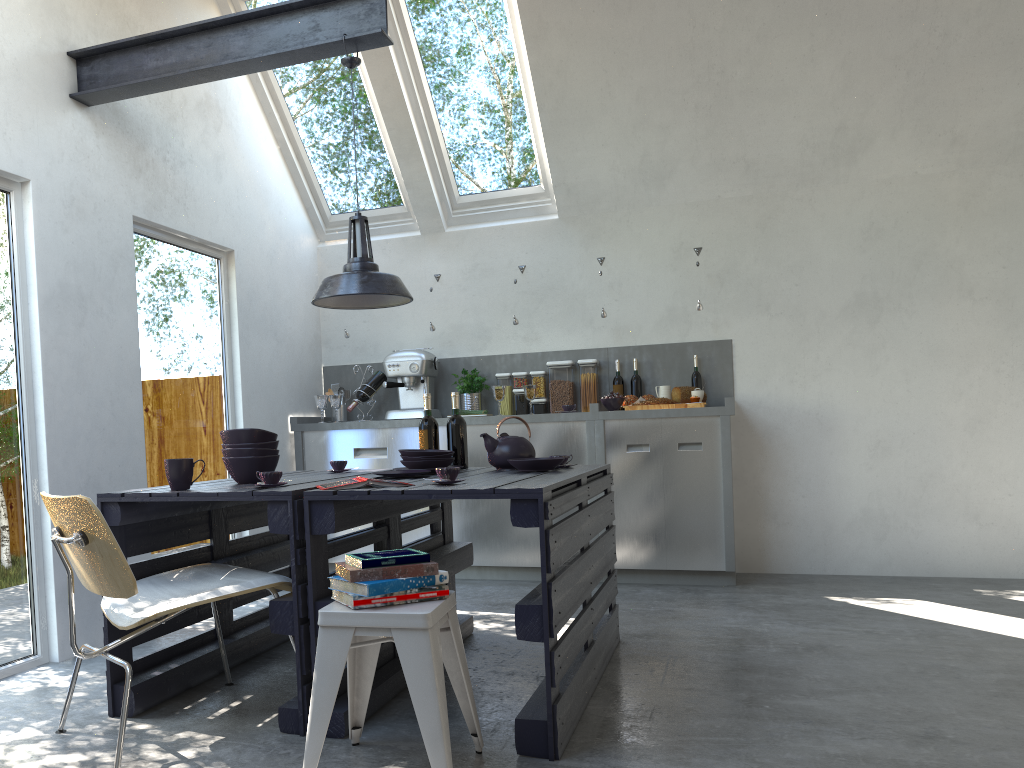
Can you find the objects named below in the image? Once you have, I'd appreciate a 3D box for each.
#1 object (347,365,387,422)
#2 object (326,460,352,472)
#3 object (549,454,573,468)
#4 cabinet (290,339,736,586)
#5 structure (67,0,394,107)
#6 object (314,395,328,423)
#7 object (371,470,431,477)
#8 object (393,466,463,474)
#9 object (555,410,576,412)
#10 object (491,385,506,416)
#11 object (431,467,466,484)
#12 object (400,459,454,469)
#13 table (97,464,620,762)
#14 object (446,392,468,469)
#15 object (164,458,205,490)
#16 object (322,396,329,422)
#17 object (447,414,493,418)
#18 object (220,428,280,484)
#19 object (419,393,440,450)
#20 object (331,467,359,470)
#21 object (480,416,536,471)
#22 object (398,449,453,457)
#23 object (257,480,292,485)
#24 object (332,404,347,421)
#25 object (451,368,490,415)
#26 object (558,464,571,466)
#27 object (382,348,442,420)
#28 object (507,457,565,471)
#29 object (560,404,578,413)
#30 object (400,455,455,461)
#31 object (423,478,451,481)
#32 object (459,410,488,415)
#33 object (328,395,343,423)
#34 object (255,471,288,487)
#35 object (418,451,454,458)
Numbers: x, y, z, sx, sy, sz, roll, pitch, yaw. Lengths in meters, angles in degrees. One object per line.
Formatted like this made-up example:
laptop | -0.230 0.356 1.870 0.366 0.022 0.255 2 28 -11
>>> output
object | -1.048 0.066 6.100 0.311 0.394 0.248 -2 0 -44
object | -0.805 0.382 4.065 0.118 0.056 0.115 -2 -2 5
object | 0.200 0.327 3.698 0.119 0.056 0.113 -2 -2 10
cabinet | -0.045 0.523 5.758 2.967 1.480 0.545 -3 1 20
structure | -1.745 -1.451 4.018 2.625 0.209 0.130 -3 0 20
object | -1.305 0.173 5.991 0.101 0.192 0.096 -2 1 11
object | -0.431 0.351 3.406 0.245 0.019 0.224 -3 -3 22
object | -0.351 0.361 3.658 0.277 0.024 0.314 0 -4 -42
object | 0.333 0.171 5.397 0.130 0.013 0.028 -2 -2 -6
object | -0.080 0.106 5.546 0.094 0.192 0.103 -2 1 -24
object | -0.211 0.301 2.888 0.122 0.056 0.110 -3 -2 25
object | -0.353 0.340 3.655 0.217 0.047 0.242 0 -3 -33
table | -0.489 0.765 3.499 1.665 0.798 1.450 -3 -2 17
object | -0.248 0.209 3.916 0.086 0.345 0.096 -3 2 -40
object | -1.161 0.319 3.092 0.132 0.109 0.098 -2 0 9
object | -1.326 0.181 6.134 0.096 0.192 0.100 -2 1 -12
object | -0.271 0.208 5.683 0.271 0.012 0.175 -3 -3 16
object | -1.008 0.279 3.377 0.201 0.214 0.205 -2 -1 18
object | -0.376 0.215 3.953 0.086 0.345 0.096 -3 2 -35
object | -0.783 0.400 4.099 0.131 0.013 0.028 -2 -2 -3
object | -0.007 0.254 3.758 0.221 0.233 0.209 -2 0 19
object | -0.360 0.300 3.657 0.238 0.058 0.221 -3 -3 17
object | -0.844 0.352 3.111 0.124 0.013 0.029 0 -3 -35
object | -1.244 0.216 6.318 0.101 0.132 0.112 -2 0 -32
object | -0.286 0.060 5.940 0.235 0.342 0.263 -2 0 -30
object | 0.218 0.341 3.658 0.029 0.013 0.125 -3 -3 27
object | -0.687 -0.003 5.976 0.372 0.501 0.412 -2 0 16
object | 0.096 0.323 3.504 0.217 0.047 0.242 0 -3 -33
object | 0.352 0.155 5.431 0.123 0.056 0.109 -3 -2 32
object | -0.352 0.324 3.654 0.239 0.063 0.219 -3 -3 22
object | -0.252 0.319 2.886 0.140 0.013 0.026 -5 -3 43
object | -0.293 0.186 5.688 0.293 0.053 0.133 -4 -3 33
object | -1.211 0.172 6.028 0.104 0.192 0.092 -1 1 40
object | -0.845 0.333 3.068 0.118 0.056 0.115 -2 -2 5
object | -0.353 0.312 3.658 0.240 0.063 0.218 -3 -3 22
